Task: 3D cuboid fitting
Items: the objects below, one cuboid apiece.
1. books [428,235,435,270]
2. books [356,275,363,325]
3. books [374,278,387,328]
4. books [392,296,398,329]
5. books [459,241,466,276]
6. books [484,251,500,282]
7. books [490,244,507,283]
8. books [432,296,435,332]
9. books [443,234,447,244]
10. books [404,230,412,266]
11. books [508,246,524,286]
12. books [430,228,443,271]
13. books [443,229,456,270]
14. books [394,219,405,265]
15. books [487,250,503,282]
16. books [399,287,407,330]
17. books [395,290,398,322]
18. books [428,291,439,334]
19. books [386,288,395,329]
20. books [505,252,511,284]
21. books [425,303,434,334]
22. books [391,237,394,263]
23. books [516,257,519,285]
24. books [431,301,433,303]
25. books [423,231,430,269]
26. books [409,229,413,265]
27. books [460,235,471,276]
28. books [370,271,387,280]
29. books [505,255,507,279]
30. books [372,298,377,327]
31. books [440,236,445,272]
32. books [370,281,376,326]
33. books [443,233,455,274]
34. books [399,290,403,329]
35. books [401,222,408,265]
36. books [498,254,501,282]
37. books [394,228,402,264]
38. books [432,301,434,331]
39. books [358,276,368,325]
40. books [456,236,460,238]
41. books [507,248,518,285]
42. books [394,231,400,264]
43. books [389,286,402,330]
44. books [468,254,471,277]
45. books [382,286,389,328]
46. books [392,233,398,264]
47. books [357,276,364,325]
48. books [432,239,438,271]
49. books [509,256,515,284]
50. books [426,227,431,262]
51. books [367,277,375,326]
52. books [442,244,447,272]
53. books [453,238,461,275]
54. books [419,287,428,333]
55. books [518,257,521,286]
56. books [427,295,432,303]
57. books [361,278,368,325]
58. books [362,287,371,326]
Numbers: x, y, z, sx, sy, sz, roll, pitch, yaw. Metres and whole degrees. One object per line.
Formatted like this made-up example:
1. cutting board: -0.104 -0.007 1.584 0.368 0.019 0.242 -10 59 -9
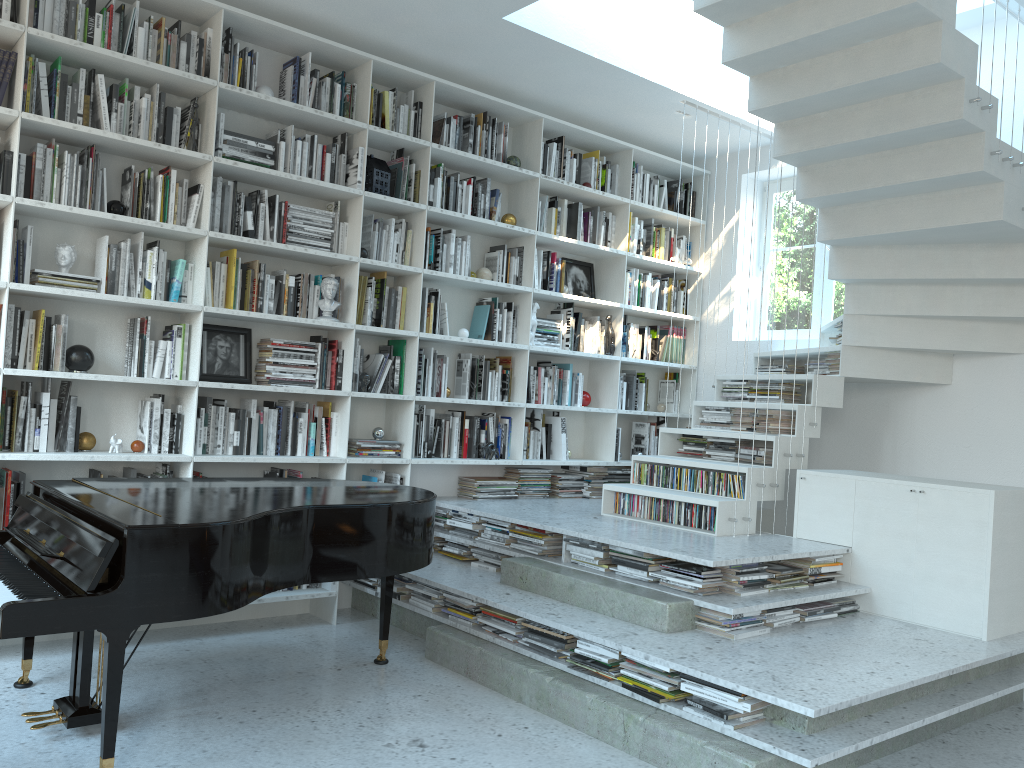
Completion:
1. books: -0.525 -0.779 5.379 0.013 0.236 0.157 4 -1 -39
2. books: -0.909 -0.470 5.067 0.035 0.293 0.145 4 -1 -39
3. books: -0.792 -0.461 5.144 0.019 0.293 0.182 4 -1 -39
4. books: -0.738 -0.411 5.197 0.034 0.204 0.181 4 -1 -39
5. books: -0.352 -0.762 5.516 0.021 0.232 0.183 4 -1 -39
6. books: -0.133 -0.737 5.715 0.015 0.220 0.140 4 -1 -39
7. books: -0.095 -0.758 5.722 0.015 0.267 0.164 4 -1 -39
8. books: -0.521 -0.412 5.400 0.017 0.243 0.132 4 -1 -39
9. books: -0.451 -0.782 5.445 0.011 0.257 0.131 4 -1 -39
10. books: -0.659 -0.786 5.244 0.028 0.229 0.176 4 -1 -39
11. books: 0.011 -0.755 5.799 0.005 0.278 0.182 4 -1 -39
12. books: -0.482 -0.798 5.391 0.014 0.280 0.177 4 -1 -39
13. books: -0.412 -0.798 5.477 0.027 0.295 0.159 4 -1 -39
14. books: -0.693 -0.821 5.238 0.028 0.293 0.154 4 -1 -39
15. books: -0.114 -0.742 5.722 0.012 0.232 0.154 4 -1 -39
16. books: -0.685 -0.438 5.274 0.033 0.268 0.141 4 -1 -39
17. books: -0.729 -0.427 5.229 0.028 0.239 0.145 4 -1 -39
18. books: -0.506 -0.424 5.401 0.006 0.270 0.178 4 -1 -39
19. books: -0.750 -0.431 5.176 0.027 0.242 0.188 4 -1 -39
20. books: -0.072 -0.736 5.759 0.016 0.228 0.160 4 -1 -39
21. books: -0.538 -0.389 5.348 0.017 0.192 0.191 4 -1 -39
22. books: -0.747 -0.776 5.180 0.024 0.195 0.172 4 -1 -39
23. books: -0.019 -0.720 5.780 0.013 0.204 0.173 4 -1 -39
24. books: -0.537 -0.396 5.383 0.014 0.209 0.156 4 -1 -39
25. books: -0.557 -0.787 5.342 0.014 0.247 0.176 4 -1 -39
26. books: -0.653 -0.790 5.268 0.026 0.238 0.173 4 -1 -39
27. books: -0.326 -0.780 5.522 0.024 0.272 0.169 4 -1 -39
28. books: -0.793 -0.482 5.167 0.021 0.337 0.169 4 -1 -39
29. books: -0.091 -0.745 5.740 0.016 0.243 0.151 4 -1 -39
30. books: -0.836 -0.407 5.161 0.030 0.181 0.131 4 -1 -39
31. books: -0.474 -0.775 5.407 0.022 0.237 0.164 4 -1 -39
32. books: -0.851 -0.457 5.144 0.035 0.278 0.139 4 -1 -39
33. books: -0.419 -0.784 5.439 0.030 0.263 0.182 4 -1 -39
34. books: -0.702 -0.429 5.263 0.019 0.247 0.149 4 -1 -39
35. books: -0.680 -0.812 5.247 0.025 0.277 0.173 4 -1 -39
36. books: -0.123 -0.729 5.718 0.005 0.205 0.154 4 -1 -39
37. books: -0.707 -0.792 5.226 0.024 0.234 0.149 4 -1 -39
38. books: -0.524 -0.397 5.383 0.007 0.211 0.158 4 -1 -39
39. books: -0.887 -0.468 5.080 0.035 0.293 0.145 4 -1 -39
40. books: -0.378 -0.779 5.513 0.024 0.262 0.133 4 -1 -39
41. books: -0.028 -0.747 5.772 0.016 0.257 0.175 4 -1 -39
42. books: -0.718 -0.782 5.208 0.029 0.211 0.157 4 -1 -39
43. books: -0.707 -0.439 5.240 0.032 0.266 0.143 4 -1 -39
44. books: -0.311 -0.769 5.564 0.034 0.254 0.161 4 -1 -39
45. books: -0.784 -0.439 5.180 0.033 0.253 0.174 4 -1 -39
46. books: -0.734 -0.776 5.194 0.027 0.196 0.185 4 -1 -39
47. books: -0.906 -0.469 5.083 0.035 0.293 0.145 4 -1 -39
48. books: -0.512 -0.767 5.393 0.026 0.216 0.161 4 -1 -39
49. books: -0.048 -0.721 5.770 0.013 0.202 0.173 4 -1 -39
50. books: -0.547 -0.803 5.386 0.014 0.284 0.135 4 -1 -39
51. books: -0.851 -0.466 5.113 0.019 0.294 0.163 4 -1 -39
52. books: -0.462 -0.752 5.428 0.025 0.194 0.171 4 -1 -39
53. books: -0.384 -0.771 5.482 0.025 0.244 0.183 4 -1 -39
54. books: -0.570 -0.435 5.322 0.013 0.279 0.191 4 -1 -39
55. books: -0.002 -0.719 5.799 0.012 0.206 0.169 4 -1 -39
56. books: -0.544 -0.414 5.376 0.008 0.242 0.169 4 -1 -39
57. books: -0.887 -0.468 5.100 0.035 0.293 0.145 4 -1 -39
58. books: -0.868 -0.436 5.105 0.015 0.232 0.180 4 -1 -39
